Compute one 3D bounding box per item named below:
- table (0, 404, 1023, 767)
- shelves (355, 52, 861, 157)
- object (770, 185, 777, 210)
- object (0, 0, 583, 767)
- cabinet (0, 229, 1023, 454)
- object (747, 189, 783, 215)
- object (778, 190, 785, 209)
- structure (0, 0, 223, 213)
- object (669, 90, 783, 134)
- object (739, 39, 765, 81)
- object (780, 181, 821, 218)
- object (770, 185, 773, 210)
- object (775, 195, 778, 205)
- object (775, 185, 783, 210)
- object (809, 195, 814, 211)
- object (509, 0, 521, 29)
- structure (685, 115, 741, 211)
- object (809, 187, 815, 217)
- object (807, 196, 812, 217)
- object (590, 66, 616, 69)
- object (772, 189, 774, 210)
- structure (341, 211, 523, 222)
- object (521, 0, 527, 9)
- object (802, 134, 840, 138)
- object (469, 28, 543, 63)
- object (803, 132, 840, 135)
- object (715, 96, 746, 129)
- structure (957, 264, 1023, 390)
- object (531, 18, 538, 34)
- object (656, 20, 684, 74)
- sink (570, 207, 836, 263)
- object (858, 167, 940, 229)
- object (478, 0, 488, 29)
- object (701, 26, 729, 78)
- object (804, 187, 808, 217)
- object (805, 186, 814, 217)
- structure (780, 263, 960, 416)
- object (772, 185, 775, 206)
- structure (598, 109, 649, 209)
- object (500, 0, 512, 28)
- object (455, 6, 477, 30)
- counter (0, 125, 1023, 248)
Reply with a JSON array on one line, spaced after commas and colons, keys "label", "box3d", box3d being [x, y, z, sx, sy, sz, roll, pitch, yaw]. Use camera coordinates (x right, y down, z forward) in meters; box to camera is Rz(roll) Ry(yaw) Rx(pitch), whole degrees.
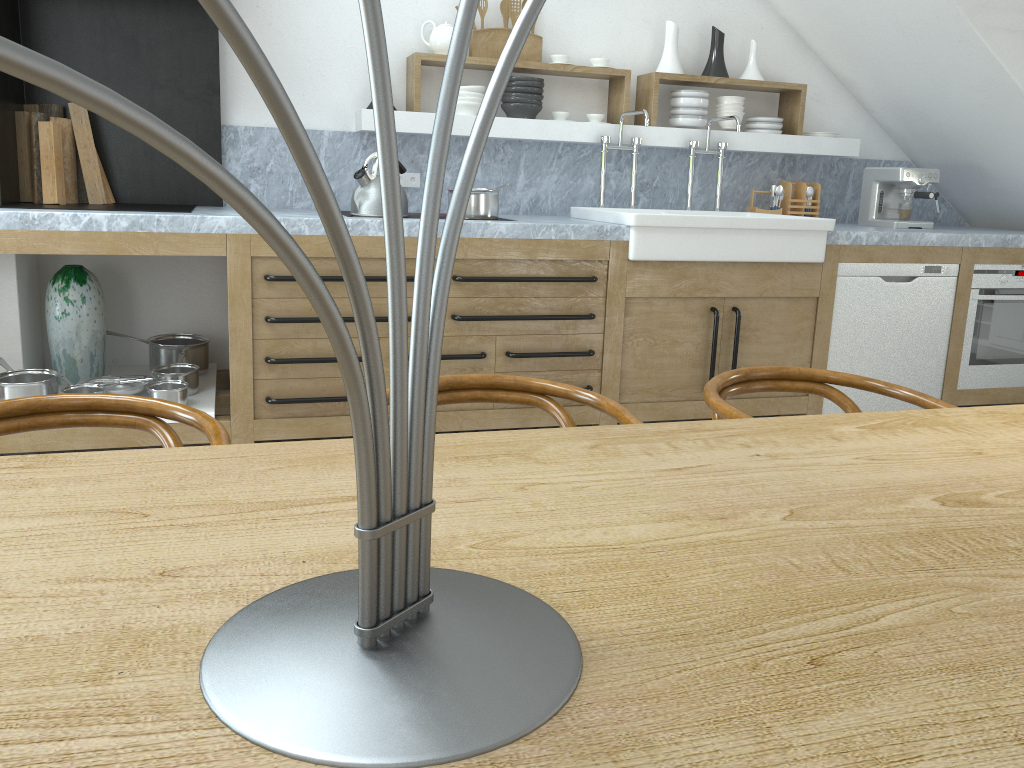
[{"label": "table", "box3d": [-0.202, 0.576, 0.698, 3.349, 0.794, 1.024, -2, 13, -18]}, {"label": "shelves", "box3d": [-0.691, -1.816, 3.881, 5.552, 1.354, 0.482, -3, 13, -23]}, {"label": "object", "box3d": [1.426, -0.989, 4.840, 0.040, 0.191, 0.042, 6, 12, 19]}, {"label": "object", "box3d": [-0.014, -0.244, 0.596, 0.776, 0.870, 0.266, -9, 16, -43]}, {"label": "cabinet", "box3d": [-0.264, -0.194, 4.101, 6.429, 1.016, 1.009, -2, 13, -18]}, {"label": "object", "box3d": [1.378, -0.970, 4.829, 0.173, 0.170, 0.101, -1, 12, -16]}, {"label": "object", "box3d": [1.450, -0.968, 4.807, 0.019, 0.177, 0.044, -5, 14, -33]}, {"label": "structure", "box3d": [-1.713, -1.645, 3.444, 1.076, 1.874, 0.785, -2, 12, -18]}, {"label": "object", "box3d": [1.139, -1.429, 4.691, 0.657, 0.195, 0.199, -2, 13, -18]}, {"label": "object", "box3d": [1.277, -1.712, 4.702, 0.156, 0.217, 0.156, -6, 15, -36]}, {"label": "object", "box3d": [1.588, -1.005, 4.902, 0.200, 0.221, 0.104, -2, 12, -18]}, {"label": "object", "box3d": [1.412, -0.981, 4.817, 0.022, 0.195, 0.019, -4, 13, -29]}, {"label": "object", "box3d": [1.434, -0.979, 4.812, 0.018, 0.195, 0.023, -3, 12, -23]}, {"label": "object", "box3d": [1.441, -0.978, 4.794, 0.040, 0.191, 0.042, 6, 12, 18]}, {"label": "object", "box3d": [1.654, -0.986, 4.919, 0.044, 0.177, 0.020, -7, 15, -39]}, {"label": "object", "box3d": [0.010, -1.717, 4.292, 0.057, 0.297, 0.019, -1, 12, -18]}, {"label": "structure", "box3d": [1.067, -1.077, 4.491, 0.214, 0.527, 0.334, -6, 15, -37]}, {"label": "object", "box3d": [1.651, -0.991, 4.898, 0.022, 0.195, 0.019, -1, 12, -17]}, {"label": "object", "box3d": [1.642, -0.989, 4.891, 0.018, 0.195, 0.020, 3, 11, 4]}, {"label": "object", "box3d": [0.439, -1.581, 4.455, 0.164, 0.012, 0.165, 2, 13, -1]}, {"label": "object", "box3d": [1.412, -0.968, 4.800, 0.020, 0.177, 0.044, 11, 14, 36]}, {"label": "structure", "box3d": [-0.401, -0.719, 3.894, 0.737, 0.041, 0.651, -2, 14, -18]}, {"label": "object", "box3d": [0.070, -1.719, 4.314, 0.068, 0.296, 0.039, -1, 12, -18]}, {"label": "object", "box3d": [1.700, -1.364, 4.899, 0.213, 0.025, 0.214, -5, 15, -30]}, {"label": "object", "box3d": [-0.029, -1.641, 4.306, 0.353, 0.157, 0.085, -2, 12, -18]}, {"label": "object", "box3d": [1.700, -1.372, 4.897, 0.213, 0.025, 0.214, -5, 15, -30]}, {"label": "object", "box3d": [1.147, -1.426, 4.668, 0.158, 0.159, 0.155, 4, 12, 10]}, {"label": "structure", "box3d": [2.469, -0.356, 4.776, 0.632, 0.633, 0.634, -2, 13, -18]}, {"label": "object", "box3d": [0.100, -1.724, 4.341, 0.057, 0.292, 0.030, -1, 12, -18]}, {"label": "object", "box3d": [0.815, -1.719, 4.544, 0.156, 0.266, 0.157, -4, 13, -29]}, {"label": "sink", "box3d": [0.872, -0.711, 4.202, 1.021, 0.201, 0.731, -2, 13, -18]}, {"label": "object", "box3d": [2.122, -0.990, 4.737, 0.324, 0.318, 0.389, -2, 13, -18]}, {"label": "object", "box3d": [-0.143, -1.718, 4.264, 0.055, 0.297, 0.028, -1, 12, -18]}, {"label": "object", "box3d": [1.067, -1.727, 4.621, 0.156, 0.266, 0.157, -1, 12, -13]}, {"label": "object", "box3d": [1.630, -0.993, 4.908, 0.018, 0.195, 0.023, 0, 11, -10]}, {"label": "object", "box3d": [1.632, -0.990, 4.878, 0.040, 0.191, 0.042, 9, 13, 32]}, {"label": "structure", "box3d": [1.744, -0.240, 4.569, 0.724, 0.818, 0.602, -2, 12, -18]}, {"label": "object", "box3d": [1.419, -0.983, 4.826, 0.018, 0.195, 0.020, 1, 11, -8]}, {"label": "structure", "box3d": [0.602, -1.061, 4.343, 0.214, 0.527, 0.334, -6, 15, -37]}, {"label": "object", "box3d": [-0.029, -1.721, 4.300, 0.061, 0.297, 0.040, -2, 12, -20]}, {"label": "object", "box3d": [-0.177, -1.699, 4.254, 0.199, 0.257, 0.016, 1, 11, -7]}, {"label": "counter", "box3d": [-0.169, -1.000, 3.984, 6.576, 0.616, 0.967, -2, 13, -18]}]
